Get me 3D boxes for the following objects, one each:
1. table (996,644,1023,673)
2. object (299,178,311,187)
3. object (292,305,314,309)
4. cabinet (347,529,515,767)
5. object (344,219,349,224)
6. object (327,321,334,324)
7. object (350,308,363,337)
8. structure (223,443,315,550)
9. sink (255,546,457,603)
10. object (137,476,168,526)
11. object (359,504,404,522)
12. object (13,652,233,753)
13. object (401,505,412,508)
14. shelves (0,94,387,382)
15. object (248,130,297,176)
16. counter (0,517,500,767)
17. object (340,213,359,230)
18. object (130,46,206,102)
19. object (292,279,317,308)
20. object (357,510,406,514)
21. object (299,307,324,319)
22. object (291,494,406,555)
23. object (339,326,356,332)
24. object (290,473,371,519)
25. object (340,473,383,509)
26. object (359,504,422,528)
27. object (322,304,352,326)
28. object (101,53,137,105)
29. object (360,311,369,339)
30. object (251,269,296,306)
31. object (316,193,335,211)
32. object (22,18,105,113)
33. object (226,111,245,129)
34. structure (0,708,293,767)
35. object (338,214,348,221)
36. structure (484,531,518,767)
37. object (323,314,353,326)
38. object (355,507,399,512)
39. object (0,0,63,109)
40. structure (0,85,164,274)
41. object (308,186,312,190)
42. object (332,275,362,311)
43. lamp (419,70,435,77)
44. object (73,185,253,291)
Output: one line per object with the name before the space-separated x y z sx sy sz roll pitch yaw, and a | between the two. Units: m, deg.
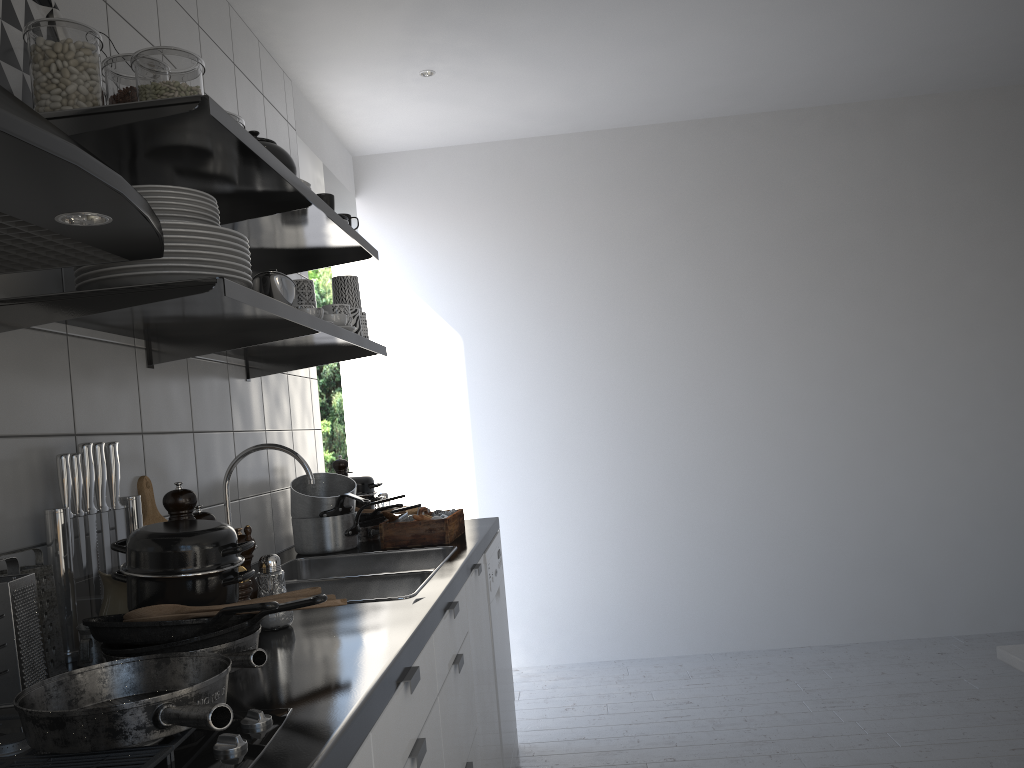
table | 1.843 0.732 1.242 1.826 0.660 0.814 -5 -2 3
object | -0.533 -0.485 2.183 0.078 0.067 0.083 -6 -2 18
object | -0.558 -0.156 2.387 0.083 0.100 0.108 -6 -2 38
cabinet | -0.427 0.892 1.720 0.662 0.794 3.241 -5 -3 3
object | -0.503 -0.427 2.402 0.121 0.023 0.121 -7 -3 35
object | -0.494 -0.135 2.151 0.121 0.021 0.121 -5 -3 1
object | -0.464 -0.158 2.504 0.083 0.100 0.108 -5 -2 -7
structure | -0.642 0.329 2.233 0.274 0.352 0.189 -5 -1 -20
sink | -0.414 0.525 2.190 0.487 0.111 0.766 -5 -3 3
object | -0.779 0.345 1.935 0.047 0.294 0.157 -5 -1 3
object | -0.496 0.440 2.960 0.356 0.080 0.246 -6 -3 11
object | -0.427 0.355 0.972 0.232 0.060 0.352 -4 -3 -18
object | -0.475 0.438 2.979 0.336 0.021 0.065 -3 -3 -33
shelves | -0.677 -0.338 1.390 0.427 0.512 2.542 -5 -3 3
object | -0.564 -0.486 1.960 0.178 0.142 0.200 -7 -3 45
counter | -0.469 0.477 1.726 0.650 0.045 3.242 -5 -3 3
object | -0.470 -0.434 2.492 0.070 0.077 0.055 -4 -2 -34
object | -0.590 -0.499 1.532 0.121 0.130 0.121 -5 -2 -11
object | -0.615 -0.244 2.539 0.108 0.100 0.083 -4 -2 -27
object | -0.432 0.428 2.950 0.334 0.044 0.064 -3 -3 -30
object | -0.494 -0.156 2.151 0.082 0.048 0.079 -5 -2 -4
object | -0.507 0.433 2.762 0.347 0.154 0.200 -5 -2 -12
object | -0.462 -0.131 2.282 0.121 0.021 0.121 -5 -3 8
object | -0.557 0.354 2.672 0.202 0.169 0.372 -4 -3 -19
object | -0.555 0.385 3.040 0.197 0.159 0.191 -4 -2 -35
object | -0.495 0.453 2.947 0.243 0.082 0.348 -2 -4 -45
object | -0.486 -0.161 2.403 0.108 0.100 0.083 -4 -2 -27
object | -0.687 -0.506 1.637 0.121 0.171 0.121 -6 -2 23
object | -0.459 -0.155 2.587 0.083 0.100 0.108 -5 -2 -7
object | -0.523 -0.199 1.940 0.102 0.134 0.210 -5 -2 -14
object | -0.509 -0.471 2.393 0.055 0.078 0.070 -6 -2 24
object | -0.747 -0.508 1.488 0.121 0.171 0.121 -6 -2 23
object | -0.569 -0.467 1.689 0.121 0.079 0.121 -5 -2 -11
structure | -0.516 0.403 0.887 0.490 0.029 0.467 -5 -3 3
object | -0.504 -0.436 2.399 0.121 0.023 0.121 -8 -4 44
structure | -0.278 0.945 2.988 0.508 0.791 0.574 -5 -1 3
object | -0.462 -0.152 2.282 0.083 0.048 0.079 -6 -2 16
object | -0.442 0.423 2.963 0.333 0.061 0.059 -3 -3 -39
object | -0.879 -0.602 1.592 0.053 0.393 0.395 -5 -2 3
structure | -0.717 -0.737 0.906 0.472 1.092 0.869 -5 -2 3
object | -0.531 -0.457 2.182 0.082 0.050 0.079 -4 -2 -24
object | -0.468 -0.256 2.554 0.083 0.100 0.108 -6 -2 38
lamp | -0.332 -1.223 3.460 0.064 0.030 0.064 -5 -2 -4
object | -0.631 -0.236 1.606 0.301 0.195 0.306 -5 -2 8
